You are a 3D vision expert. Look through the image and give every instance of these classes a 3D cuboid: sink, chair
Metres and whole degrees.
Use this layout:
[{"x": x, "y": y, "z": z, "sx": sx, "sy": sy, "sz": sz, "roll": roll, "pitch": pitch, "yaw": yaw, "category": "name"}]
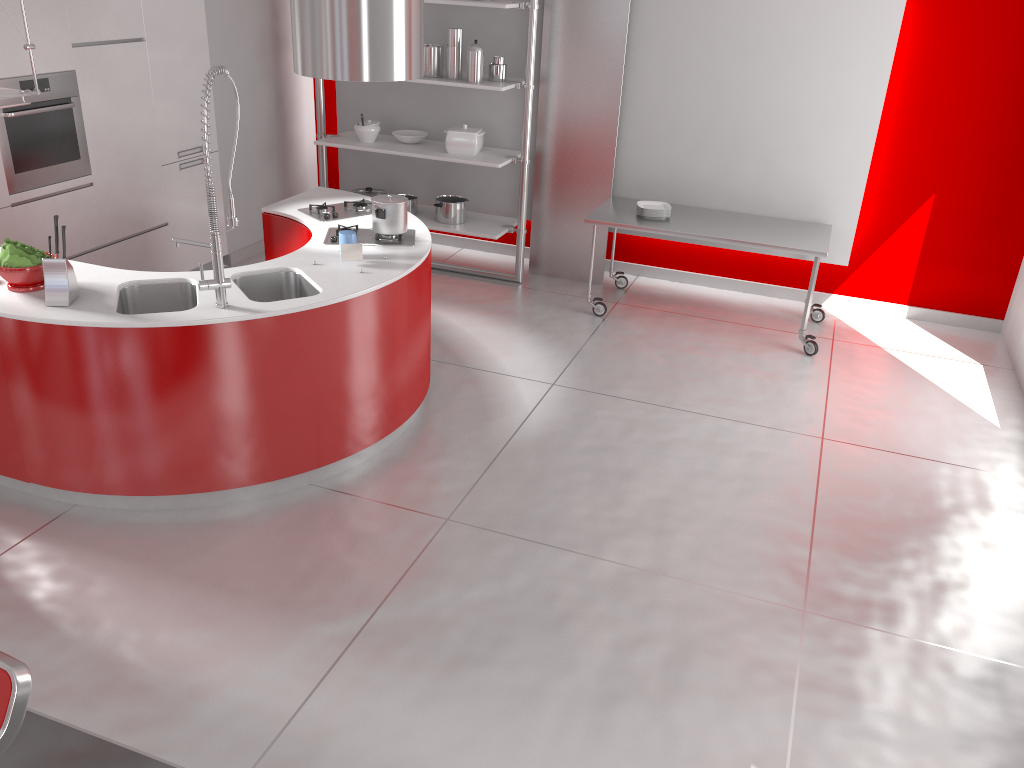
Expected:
[{"x": -1.037, "y": -0.343, "z": 3.922, "sx": 0.326, "sy": 0.172, "sz": 0.428, "roll": -12, "pitch": 29, "yaw": -29, "category": "sink"}, {"x": -1.478, "y": -0.274, "z": 3.729, "sx": 0.326, "sy": 0.172, "sz": 0.428, "roll": -6, "pitch": 27, "yaw": -18, "category": "sink"}, {"x": -1.279, "y": 1.000, "z": 1.897, "sx": 0.418, "sy": 0.857, "sz": 0.460, "roll": 14, "pitch": 28, "yaw": 21, "category": "chair"}]

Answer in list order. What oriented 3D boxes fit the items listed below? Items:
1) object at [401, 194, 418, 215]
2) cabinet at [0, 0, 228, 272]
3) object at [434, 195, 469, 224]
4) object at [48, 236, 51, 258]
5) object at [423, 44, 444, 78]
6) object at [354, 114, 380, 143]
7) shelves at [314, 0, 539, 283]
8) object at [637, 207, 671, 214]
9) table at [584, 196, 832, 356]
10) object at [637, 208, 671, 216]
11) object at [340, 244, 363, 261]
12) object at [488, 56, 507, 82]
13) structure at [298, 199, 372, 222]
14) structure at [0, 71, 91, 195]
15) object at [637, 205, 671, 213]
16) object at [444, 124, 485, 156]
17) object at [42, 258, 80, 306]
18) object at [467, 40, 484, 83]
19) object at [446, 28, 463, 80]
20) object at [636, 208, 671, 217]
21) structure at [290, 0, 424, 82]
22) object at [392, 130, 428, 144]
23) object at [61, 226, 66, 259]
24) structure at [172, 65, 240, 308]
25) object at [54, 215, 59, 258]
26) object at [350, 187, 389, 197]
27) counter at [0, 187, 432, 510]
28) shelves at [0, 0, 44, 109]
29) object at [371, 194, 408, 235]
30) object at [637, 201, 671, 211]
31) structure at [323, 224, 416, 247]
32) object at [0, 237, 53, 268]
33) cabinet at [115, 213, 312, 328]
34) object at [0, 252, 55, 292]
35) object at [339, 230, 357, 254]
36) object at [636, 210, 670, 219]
[{"x": -0.810, "y": -1.366, "z": 6.772, "sx": 0.182, "sy": 0.122, "sz": 0.196, "roll": -7, "pitch": 28, "yaw": -21, "category": "object"}, {"x": -2.803, "y": -1.401, "z": 5.377, "sx": 0.614, "sy": 2.026, "sz": 2.398, "roll": 11, "pitch": 27, "yaw": 17, "category": "cabinet"}, {"x": -0.455, "y": -1.306, "z": 6.640, "sx": 0.240, "sy": 0.161, "sz": 0.259, "roll": 4, "pitch": 26, "yaw": 2, "category": "object"}, {"x": -1.833, "y": -0.484, "z": 3.525, "sx": 0.009, "sy": 0.197, "sz": 0.091, "roll": -1, "pitch": 26, "yaw": -9, "category": "object"}, {"x": -0.570, "y": -2.269, "z": 6.222, "sx": 0.184, "sy": 0.205, "sz": 0.172, "roll": 14, "pitch": 28, "yaw": 22, "category": "object"}, {"x": -1.075, "y": -1.907, "z": 6.583, "sx": 0.192, "sy": 0.214, "sz": 0.192, "roll": 5, "pitch": 26, "yaw": 5, "category": "object"}, {"x": -0.665, "y": -2.099, "z": 6.404, "sx": 1.735, "sy": 2.599, "sz": 0.535, "roll": 11, "pitch": 27, "yaw": 17, "category": "shelves"}, {"x": 0.959, "y": -1.181, "z": 6.006, "sx": 0.228, "sy": 0.020, "sz": 0.228, "roll": 3, "pitch": 26, "yaw": 1, "category": "object"}, {"x": 1.342, "y": -0.775, "z": 6.086, "sx": 1.627, "sy": 0.682, "sz": 0.749, "roll": 12, "pitch": 27, "yaw": 18, "category": "table"}, {"x": 0.958, "y": -1.172, "z": 6.010, "sx": 0.228, "sy": 0.020, "sz": 0.228, "roll": 3, "pitch": 26, "yaw": 1, "category": "object"}, {"x": -0.749, "y": -0.619, "z": 4.142, "sx": 0.100, "sy": 0.080, "sz": 0.109, "roll": -2, "pitch": 26, "yaw": -10, "category": "object"}, {"x": -0.100, "y": -2.195, "z": 6.177, "sx": 0.127, "sy": 0.157, "sz": 0.127, "roll": 17, "pitch": 29, "yaw": 26, "category": "object"}, {"x": -0.938, "y": -0.995, "z": 5.002, "sx": 0.457, "sy": 0.037, "sz": 0.303, "roll": -18, "pitch": 32, "yaw": -36, "category": "structure"}, {"x": -2.600, "y": -1.407, "z": 4.940, "sx": 0.050, "sy": 0.589, "sz": 0.599, "roll": 11, "pitch": 27, "yaw": 17, "category": "structure"}, {"x": 0.959, "y": -1.190, "z": 6.001, "sx": 0.228, "sy": 0.020, "sz": 0.228, "roll": 3, "pitch": 26, "yaw": 1, "category": "object"}, {"x": -0.342, "y": -1.775, "z": 6.412, "sx": 0.282, "sy": 0.197, "sz": 0.235, "roll": 7, "pitch": 26, "yaw": 8, "category": "object"}, {"x": -1.808, "y": -0.419, "z": 3.539, "sx": 0.091, "sy": 0.178, "sz": 0.137, "roll": 0, "pitch": 26, "yaw": -7, "category": "object"}, {"x": -0.248, "y": -2.191, "z": 6.019, "sx": 0.115, "sy": 0.274, "sz": 0.115, "roll": 8, "pitch": 26, "yaw": 11, "category": "object"}, {"x": -0.393, "y": -2.268, "z": 6.100, "sx": 0.109, "sy": 0.329, "sz": 0.110, "roll": 10, "pitch": 27, "yaw": 15, "category": "object"}, {"x": 0.958, "y": -1.163, "z": 6.015, "sx": 0.228, "sy": 0.020, "sz": 0.228, "roll": 3, "pitch": 26, "yaw": 1, "category": "object"}, {"x": -0.747, "y": -1.994, "z": 4.271, "sx": 0.644, "sy": 0.958, "sz": 0.644, "roll": -3, "pitch": 26, "yaw": -13, "category": "structure"}, {"x": -0.765, "y": -1.847, "z": 6.658, "sx": 0.272, "sy": 0.072, "sz": 0.272, "roll": -5, "pitch": 27, "yaw": -15, "category": "object"}, {"x": -1.779, "y": -0.482, "z": 3.533, "sx": 0.012, "sy": 0.279, "sz": 0.130, "roll": -1, "pitch": 26, "yaw": -9, "category": "object"}, {"x": -1.178, "y": -0.757, "z": 3.460, "sx": 0.308, "sy": 0.920, "sz": 0.178, "roll": -10, "pitch": 28, "yaw": -25, "category": "structure"}, {"x": -1.807, "y": -0.500, "z": 3.531, "sx": 0.014, "sy": 0.322, "sz": 0.150, "roll": -1, "pitch": 26, "yaw": -9, "category": "object"}, {"x": -1.143, "y": -1.452, "z": 6.903, "sx": 0.308, "sy": 0.130, "sz": 0.407, "roll": 15, "pitch": 28, "yaw": 24, "category": "object"}, {"x": -1.664, "y": -0.209, "z": 4.347, "sx": 2.865, "sy": 0.880, "sz": 1.868, "roll": -15, "pitch": 31, "yaw": -33, "category": "counter"}, {"x": -2.394, "y": -1.597, "z": 3.342, "sx": 0.934, "sy": 1.023, "sz": 0.462, "roll": 11, "pitch": 27, "yaw": 17, "category": "shelves"}, {"x": -0.623, "y": -0.871, "z": 4.522, "sx": 0.189, "sy": 0.185, "sz": 0.218, "roll": -5, "pitch": 27, "yaw": -17, "category": "object"}, {"x": 0.960, "y": -1.200, "z": 5.997, "sx": 0.228, "sy": 0.020, "sz": 0.228, "roll": 3, "pitch": 26, "yaw": 1, "category": "object"}, {"x": -0.727, "y": -0.773, "z": 4.564, "sx": 0.457, "sy": 0.037, "sz": 0.303, "roll": 0, "pitch": 26, "yaw": -5, "category": "structure"}, {"x": -2.001, "y": -0.508, "z": 3.654, "sx": 0.198, "sy": 0.182, "sz": 0.193, "roll": 14, "pitch": 28, "yaw": 22, "category": "object"}, {"x": -1.901, "y": -0.306, "z": 4.448, "sx": 1.875, "sy": 0.761, "sz": 1.025, "roll": -9, "pitch": 28, "yaw": -23, "category": "cabinet"}, {"x": -2.014, "y": -0.461, "z": 3.679, "sx": 0.229, "sy": 0.118, "sz": 0.228, "roll": -1, "pitch": 26, "yaw": -9, "category": "object"}, {"x": -0.786, "y": -0.682, "z": 4.249, "sx": 0.080, "sy": 0.100, "sz": 0.109, "roll": 0, "pitch": 26, "yaw": -7, "category": "object"}, {"x": 0.957, "y": -1.154, "z": 6.019, "sx": 0.228, "sy": 0.020, "sz": 0.228, "roll": 3, "pitch": 26, "yaw": 1, "category": "object"}]
